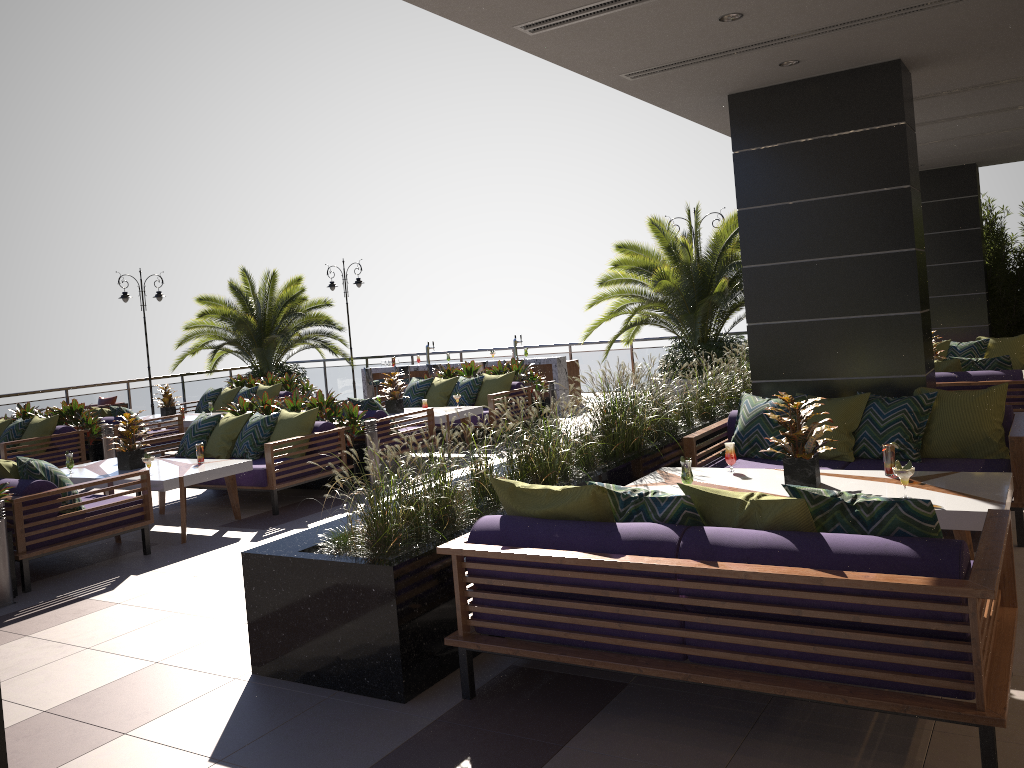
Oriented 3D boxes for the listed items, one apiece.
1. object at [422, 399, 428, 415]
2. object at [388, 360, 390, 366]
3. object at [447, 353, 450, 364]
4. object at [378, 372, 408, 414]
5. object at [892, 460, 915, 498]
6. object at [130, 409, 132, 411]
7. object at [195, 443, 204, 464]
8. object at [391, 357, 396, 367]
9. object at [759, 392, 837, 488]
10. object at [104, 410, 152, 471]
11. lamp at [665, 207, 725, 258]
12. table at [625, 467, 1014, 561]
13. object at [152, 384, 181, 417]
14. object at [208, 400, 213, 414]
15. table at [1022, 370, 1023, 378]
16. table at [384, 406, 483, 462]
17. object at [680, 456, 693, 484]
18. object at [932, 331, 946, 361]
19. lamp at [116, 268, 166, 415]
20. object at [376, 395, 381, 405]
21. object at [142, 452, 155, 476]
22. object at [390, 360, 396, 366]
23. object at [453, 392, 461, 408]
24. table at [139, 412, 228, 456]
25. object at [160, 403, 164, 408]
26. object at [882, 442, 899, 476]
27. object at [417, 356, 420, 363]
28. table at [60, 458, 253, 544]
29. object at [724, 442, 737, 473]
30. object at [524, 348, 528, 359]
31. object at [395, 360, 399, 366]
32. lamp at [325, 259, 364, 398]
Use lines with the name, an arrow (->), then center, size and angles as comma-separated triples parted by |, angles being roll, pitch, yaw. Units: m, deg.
object -> -1.062, 0.281, 10.829 | 0.068, 0.181, 0.069 | -5, 1, 20
object -> -2.432, -0.371, 17.744 | 0.105, 0.209, 0.105 | -5, 1, 7
object -> -1.185, -0.488, 16.489 | 0.068, 0.211, 0.069 | -5, 1, 15
object -> -1.519, 0.108, 11.363 | 0.424, 0.526, 0.431 | -3, 3, 44
object -> 1.980, 0.480, 4.466 | 0.106, 0.197, 0.105 | -6, 2, -30
object -> -5.947, 0.482, 13.784 | 0.068, 0.181, 0.069 | -5, 1, 20
object -> -2.841, 0.632, 8.069 | 0.067, 0.189, 0.084 | -5, 1, -28
object -> -2.294, -0.433, 17.171 | 0.067, 0.189, 0.084 | -6, 1, -33
object -> 1.603, 0.310, 4.968 | 0.429, 0.526, 0.426 | -3, 3, 44
object -> -3.501, 0.515, 8.137 | 0.426, 0.526, 0.429 | -7, 3, -41
lamp -> 3.384, -1.488, 15.764 | 1.120, 3.325, 0.264 | -4, 1, 32
table -> 1.653, 0.846, 4.983 | 2.033, 0.553, 0.945 | -2, 4, 32
object -> -5.358, 0.263, 13.723 | 0.426, 0.526, 0.429 | -6, 2, -31
object -> -4.684, 0.360, 13.766 | 0.068, 0.211, 0.069 | -5, 1, 20
table -> 4.804, 0.198, 10.124 | 2.033, 0.553, 0.945 | -2, 4, 32
table -> -1.457, 0.641, 11.404 | 2.033, 0.553, 0.945 | -2, 4, 32
object -> 0.997, 0.514, 5.044 | 0.068, 0.211, 0.069 | -5, 1, 15
object -> 4.757, -0.339, 10.120 | 0.426, 0.526, 0.429 | -7, 3, -41
lamp -> -7.517, -0.736, 18.244 | 0.263, 3.325, 1.125 | -4, 1, 32
object -> -1.815, 0.245, 12.086 | 0.082, 0.197, 0.069 | -5, 1, -17
object -> -3.119, 0.686, 7.602 | 0.106, 0.197, 0.105 | -6, 2, -25
object -> -2.371, -0.368, 17.637 | 0.105, 0.209, 0.105 | -5, 1, 7
object -> -0.702, 0.201, 11.385 | 0.106, 0.197, 0.105 | -6, 2, -25
table -> -5.250, 0.794, 13.748 | 2.033, 0.553, 0.945 | -2, 4, 32
object -> -5.644, 0.408, 14.332 | 0.106, 0.197, 0.105 | -6, 2, -25
object -> 2.150, 0.428, 5.025 | 0.067, 0.189, 0.084 | -6, 1, -33
object -> -1.780, -0.449, 16.858 | 0.069, 0.181, 0.069 | -5, 1, 4
table -> -3.442, 1.049, 8.166 | 2.033, 0.553, 0.945 | -2, 4, 32
object -> 1.371, 0.460, 5.548 | 0.068, 0.181, 0.069 | -5, 1, 15
object -> 0.251, -0.539, 15.598 | 0.069, 0.197, 0.082 | -5, 1, -22
object -> -2.305, -0.380, 17.722 | 0.105, 0.209, 0.105 | -5, 1, 7
lamp -> -3.698, -1.203, 20.140 | 1.120, 3.325, 0.264 | -4, 1, 32
